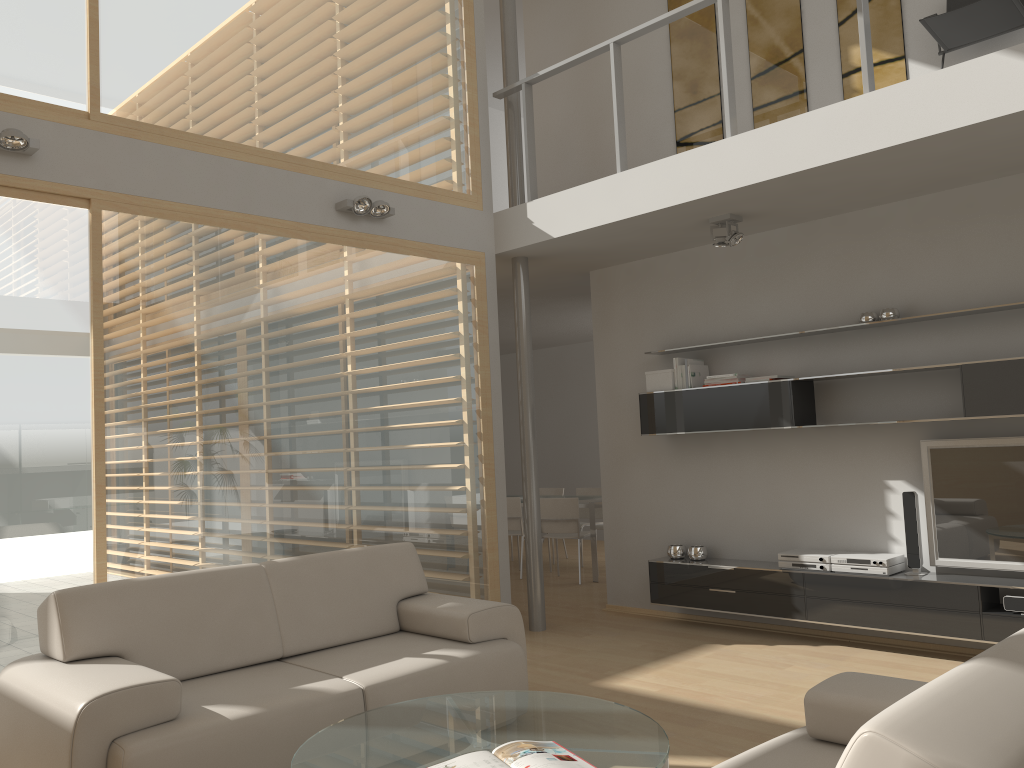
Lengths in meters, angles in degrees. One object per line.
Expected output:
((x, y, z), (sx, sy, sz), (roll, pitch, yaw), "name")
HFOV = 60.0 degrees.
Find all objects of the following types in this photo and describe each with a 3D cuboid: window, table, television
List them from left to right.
((-2.963, 0.352, 3.471), (2.525, 2.500, 0.020), (1, -6, -45), "window")
((-3.097, -2.488, 3.672), (2.525, 2.200, 0.020), (1, -6, -45), "window")
((-1.243, -2.449, 5.459), (2.525, 2.200, 0.020), (1, -6, -45), "window")
((-1.109, 0.391, 5.258), (2.525, 2.500, 0.020), (1, -6, -45), "window")
((-0.090, 1.342, 2.858), (1.198, 0.370, 1.198), (-1, -5, -27), "table")
((0.350, 1.597, 9.496), (0.900, 0.746, 2.199), (1, -6, -45), "table")
((2.876, 0.646, 4.788), (0.096, 0.735, 1.224), (1, -6, -44), "television")

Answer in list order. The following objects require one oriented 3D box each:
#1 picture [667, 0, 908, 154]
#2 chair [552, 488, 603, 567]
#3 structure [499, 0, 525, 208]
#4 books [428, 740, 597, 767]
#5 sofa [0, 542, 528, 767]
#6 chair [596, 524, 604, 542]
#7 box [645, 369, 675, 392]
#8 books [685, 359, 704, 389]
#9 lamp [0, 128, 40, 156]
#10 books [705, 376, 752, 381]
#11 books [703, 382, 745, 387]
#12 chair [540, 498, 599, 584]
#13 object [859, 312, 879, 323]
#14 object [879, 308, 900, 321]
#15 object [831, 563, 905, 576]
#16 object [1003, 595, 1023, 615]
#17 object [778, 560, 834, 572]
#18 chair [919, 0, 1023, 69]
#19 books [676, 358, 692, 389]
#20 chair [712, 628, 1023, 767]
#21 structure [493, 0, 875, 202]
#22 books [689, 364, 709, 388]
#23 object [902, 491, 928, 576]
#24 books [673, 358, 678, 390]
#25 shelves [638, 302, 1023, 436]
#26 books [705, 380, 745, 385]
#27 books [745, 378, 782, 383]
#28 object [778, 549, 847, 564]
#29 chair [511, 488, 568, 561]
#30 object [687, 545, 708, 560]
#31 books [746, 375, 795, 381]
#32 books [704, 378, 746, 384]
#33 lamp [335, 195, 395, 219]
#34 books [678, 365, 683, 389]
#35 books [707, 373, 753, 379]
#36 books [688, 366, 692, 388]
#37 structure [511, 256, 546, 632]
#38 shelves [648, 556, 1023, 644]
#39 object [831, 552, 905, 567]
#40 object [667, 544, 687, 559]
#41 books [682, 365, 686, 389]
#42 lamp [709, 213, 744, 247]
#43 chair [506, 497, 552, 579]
((1.772, -2.638, 6.045), (0.010, 1.800, 1.684), (1, -6, -45), "picture")
((0.760, 1.571, 9.812), (0.501, 0.807, 0.455), (1, -6, -45), "chair")
((-0.013, -2.423, 6.650), (0.121, 2.400, 0.122), (-5, -5, 33), "structure")
((-0.001, 1.115, 2.584), (0.440, 0.037, 0.297), (-1, -4, -25), "books")
((-0.970, 1.215, 3.873), (2.093, 0.846, 1.168), (1, -6, -45), "sofa")
((1.186, 1.517, 9.333), (0.501, 0.807, 0.455), (1, -6, -45), "chair")
((1.128, -0.021, 6.408), (0.232, 0.149, 0.232), (1, -6, -45), "box")
((1.295, -0.069, 6.272), (0.207, 0.210, 0.021), (1, -6, -45), "books")
((-2.364, -1.127, 4.053), (0.360, 0.080, 0.182), (1, -6, -45), "lamp")
((1.477, -0.034, 6.053), (0.190, 0.015, 0.254), (1, -6, -43), "books")
((1.486, 0.005, 6.048), (0.210, 0.013, 0.297), (1, -6, -45), "books")
((0.533, 1.497, 8.619), (0.455, 0.807, 0.501), (-5, -4, 25), "chair")
((2.198, -0.404, 5.468), (0.115, 0.081, 0.115), (-5, -4, 26), "object")
((2.270, -0.417, 5.334), (0.115, 0.081, 0.115), (-5, -4, 26), "object")
((2.156, 1.112, 5.374), (0.250, 0.049, 0.349), (1, -6, -45), "object")
((2.747, 1.161, 4.633), (0.085, 0.092, 0.300), (1, -6, -45), "object")
((1.903, 1.142, 5.622), (0.262, 0.049, 0.349), (1, -6, -45), "object")
((2.547, -1.884, 4.806), (0.537, 0.825, 0.628), (1, -6, -45), "chair")
((1.251, -0.071, 6.334), (0.230, 0.227, 0.017), (1, -6, -45), "books")
((0.863, 0.996, 1.998), (1.562, 0.846, 1.165), (1, -6, -45), "chair")
((1.795, -1.903, 4.567), (0.080, 0.900, 5.400), (1, -6, -45), "structure")
((1.327, -0.051, 6.259), (0.230, 0.169, 0.023), (1, -6, -45), "books")
((2.358, 0.874, 5.215), (0.111, 0.483, 0.116), (-6, -5, 42), "object")
((1.234, -0.069, 6.342), (0.230, 0.227, 0.017), (1, -6, -45), "books")
((2.512, 0.049, 5.024), (0.300, 0.914, 4.236), (1, -6, -45), "shelves")
((1.483, -0.006, 6.053), (0.190, 0.011, 0.268), (1, -6, -43), "books")
((1.696, -0.020, 5.855), (0.254, 0.015, 0.190), (0, -5, -38), "books")
((1.901, 1.093, 5.625), (0.262, 0.049, 0.349), (1, -6, -45), "object")
((0.304, 1.624, 10.262), (0.501, 0.807, 0.455), (1, -6, -45), "chair")
((1.312, 1.194, 6.264), (0.143, 0.091, 0.143), (-2, -4, -12), "object")
((1.701, -0.037, 5.844), (0.227, 0.017, 0.230), (1, -6, -45), "books")
((1.474, -0.019, 6.060), (0.254, 0.015, 0.190), (-6, -5, 41), "books")
((-0.891, -1.088, 5.500), (0.360, 0.110, 0.183), (1, -6, -45), "lamp")
((1.262, -0.044, 6.310), (0.230, 0.169, 0.027), (1, -6, -45), "books")
((1.488, -0.051, 6.061), (0.227, 0.017, 0.230), (-6, -5, 40), "books")
((1.308, -0.044, 6.260), (0.207, 0.156, 0.009), (1, -6, -45), "books")
((0.121, 0.417, 6.449), (0.121, 2.700, 0.122), (-5, -5, 33), "structure")
((2.569, 1.243, 4.940), (0.300, 0.312, 4.236), (1, -6, -45), "shelves")
((2.150, 1.064, 5.373), (0.262, 0.049, 0.349), (1, -6, -45), "object")
((1.188, 1.209, 6.390), (0.143, 0.091, 0.143), (-2, -4, -12), "object")
((1.288, -0.046, 6.296), (0.230, 0.169, 0.027), (1, -6, -45), "books")
((1.361, -0.958, 5.610), (0.150, 0.195, 0.214), (1, -6, -45), "lamp")
((0.069, 1.556, 9.148), (0.455, 0.807, 0.501), (-6, -5, 40), "chair")
